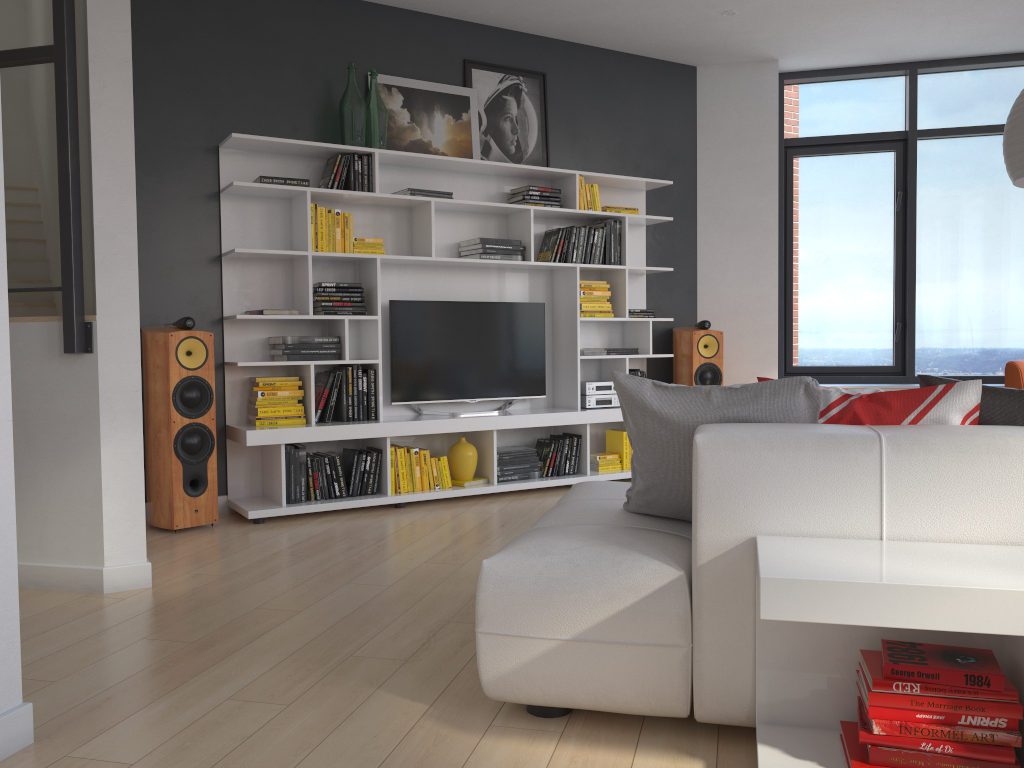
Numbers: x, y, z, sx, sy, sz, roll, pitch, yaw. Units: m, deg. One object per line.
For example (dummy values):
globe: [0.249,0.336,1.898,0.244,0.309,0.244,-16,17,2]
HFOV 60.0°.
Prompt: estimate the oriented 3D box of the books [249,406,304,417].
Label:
books: [-1.320,0.148,4.967,0.255,0.044,0.198,-2,3,-30]

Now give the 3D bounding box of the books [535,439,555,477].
books: [0.192,0.478,5.744,0.104,0.234,0.182,-2,3,-30]

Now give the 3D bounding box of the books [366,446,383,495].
books: [-0.818,0.501,5.161,0.066,0.260,0.197,-2,3,-30]

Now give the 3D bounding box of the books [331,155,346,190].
books: [-1.020,-1.193,5.079,0.087,0.214,0.171,-2,3,-30]

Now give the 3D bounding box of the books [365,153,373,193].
books: [-0.853,-1.208,5.156,0.019,0.230,0.174,-2,3,-30]

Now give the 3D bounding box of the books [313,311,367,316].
books: [-0.996,-0.402,5.102,0.263,0.026,0.189,-2,3,-32]

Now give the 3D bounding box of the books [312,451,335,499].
books: [-1.062,0.514,5.003,0.066,0.255,0.193,-2,3,-31]

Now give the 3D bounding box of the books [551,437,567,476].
books: [0.289,0.472,5.775,0.069,0.242,0.172,-2,3,-30]

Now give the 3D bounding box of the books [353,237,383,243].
books: [-0.868,-0.833,5.182,0.186,0.026,0.138,-2,3,-31]

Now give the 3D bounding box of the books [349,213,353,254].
books: [-0.960,-0.857,5.128,0.024,0.234,0.172,-2,3,-30]

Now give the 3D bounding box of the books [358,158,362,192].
books: [-0.905,-1.191,5.133,0.021,0.200,0.147,-2,3,-30]

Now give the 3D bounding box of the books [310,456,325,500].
books: [-1.104,0.525,4.974,0.049,0.236,0.170,-2,3,-30]

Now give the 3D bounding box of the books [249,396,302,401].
books: [-1.327,0.078,4.975,0.251,0.019,0.180,-2,3,-30]

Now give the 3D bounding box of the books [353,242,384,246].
books: [-0.858,-0.812,5.173,0.187,0.014,0.134,-2,3,-30]

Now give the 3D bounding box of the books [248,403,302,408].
books: [-1.330,0.118,4.977,0.263,0.015,0.198,-2,3,-27]

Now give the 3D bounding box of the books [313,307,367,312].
books: [-0.997,-0.427,5.103,0.270,0.025,0.189,-2,3,-32]

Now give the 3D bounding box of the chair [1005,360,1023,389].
chair: [3.630,0.217,5.438,0.843,0.858,0.896,-3,3,-43]

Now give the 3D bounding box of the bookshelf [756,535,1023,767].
bookshelf: [1.757,0.592,1.474,2.600,0.500,0.356,0,3,14]

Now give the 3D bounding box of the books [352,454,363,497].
books: [-0.911,0.516,5.078,0.069,0.242,0.172,-2,3,-30]

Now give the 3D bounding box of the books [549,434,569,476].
books: [0.295,0.463,5.809,0.075,0.254,0.192,-2,3,-31]

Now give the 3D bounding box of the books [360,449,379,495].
books: [-0.847,0.507,5.143,0.084,0.249,0.191,-2,3,-30]

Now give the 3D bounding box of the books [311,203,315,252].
books: [-1.159,-0.867,4.995,0.029,0.270,0.204,-2,3,-30]

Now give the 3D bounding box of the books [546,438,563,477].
books: [0.253,0.476,5.769,0.081,0.233,0.169,-2,3,-31]

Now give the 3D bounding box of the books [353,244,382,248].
books: [-0.855,-0.796,5.158,0.169,0.018,0.113,-2,3,-29]

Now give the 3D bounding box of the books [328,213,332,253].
books: [-1.061,-0.848,5.047,0.024,0.229,0.156,-2,3,-31]

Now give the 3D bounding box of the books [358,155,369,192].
books: [-0.881,-1.200,5.149,0.038,0.218,0.169,-2,3,-30]

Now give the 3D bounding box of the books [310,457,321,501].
books: [-1.128,0.524,4.968,0.053,0.240,0.189,-2,3,-30]

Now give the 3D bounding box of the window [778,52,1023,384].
window: [3.021,-1.203,6.729,1.960,2.402,0.170,0,3,14]

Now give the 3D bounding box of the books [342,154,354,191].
books: [-0.948,-1.198,5.108,0.021,0.221,0.156,-2,3,-30]

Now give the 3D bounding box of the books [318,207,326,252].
books: [-1.113,-0.862,5.038,0.044,0.255,0.198,-2,3,-30]

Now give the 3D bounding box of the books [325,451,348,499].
books: [-1.004,0.514,5.032,0.083,0.249,0.191,-2,3,-30]

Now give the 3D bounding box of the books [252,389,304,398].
books: [-1.317,0.051,4.977,0.250,0.035,0.185,-2,3,-27]

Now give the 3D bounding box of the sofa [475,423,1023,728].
sofa: [1.875,0.409,2.970,3.424,0.732,2.614,0,3,14]

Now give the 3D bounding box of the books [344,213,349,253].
books: [-0.981,-0.856,5.112,0.024,0.234,0.172,-2,3,-30]

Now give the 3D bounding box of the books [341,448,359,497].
books: [-0.945,0.506,5.091,0.066,0.260,0.197,-2,3,-30]

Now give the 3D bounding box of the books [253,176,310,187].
books: [-1.278,-1.101,4.905,0.268,0.046,0.208,-2,3,-27]

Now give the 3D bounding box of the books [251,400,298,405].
books: [-1.328,0.100,4.953,0.228,0.024,0.152,-2,3,-26]

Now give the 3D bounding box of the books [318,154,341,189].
books: [-1.044,-1.192,5.057,0.096,0.213,0.166,-2,3,-32]

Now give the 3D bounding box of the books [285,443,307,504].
books: [-1.237,0.490,4.912,0.128,0.321,0.259,-2,3,-30]

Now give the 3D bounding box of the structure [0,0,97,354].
structure: [-3.262,-1.447,5.114,4.190,4.339,2.823,0,3,14]

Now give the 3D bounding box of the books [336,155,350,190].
books: [-0.989,-1.194,5.082,0.074,0.212,0.154,-2,3,-31]

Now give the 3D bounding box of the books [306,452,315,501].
books: [-1.157,0.510,4.954,0.053,0.268,0.202,-2,3,-31]

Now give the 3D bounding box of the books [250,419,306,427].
books: [-1.311,0.210,4.959,0.270,0.029,0.204,-2,3,-26]

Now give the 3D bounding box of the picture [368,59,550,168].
picture: [-0.304,-1.719,5.638,1.279,0.707,0.076,-2,3,-30]

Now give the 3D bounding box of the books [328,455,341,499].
books: [-1.032,0.519,5.012,0.066,0.242,0.177,-2,3,-31]

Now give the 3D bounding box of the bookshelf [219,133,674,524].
bookshelf: [-0.201,-0.339,5.510,3.000,2.052,0.455,-2,3,-30]

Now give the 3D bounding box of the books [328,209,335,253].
books: [-1.052,-0.862,5.073,0.019,0.251,0.180,-2,3,-30]

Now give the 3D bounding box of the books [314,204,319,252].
books: [-1.140,-0.868,5.016,0.025,0.270,0.213,-2,3,-30]

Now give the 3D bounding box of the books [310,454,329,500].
books: [-1.081,0.520,4.979,0.050,0.242,0.169,-2,3,-31]

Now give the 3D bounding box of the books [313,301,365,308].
books: [-1.012,-0.455,5.114,0.266,0.030,0.209,-2,3,-32]

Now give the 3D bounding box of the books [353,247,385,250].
books: [-0.860,-0.783,5.178,0.196,0.011,0.148,-2,3,-30]

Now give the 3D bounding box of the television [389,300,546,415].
television: [-0.261,-0.168,5.608,1.102,0.704,0.207,-2,3,-30]

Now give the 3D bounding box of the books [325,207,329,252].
books: [-1.088,-0.865,5.056,0.015,0.263,0.199,-2,3,-30]

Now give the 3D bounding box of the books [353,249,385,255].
books: [-0.859,-0.760,5.175,0.190,0.033,0.147,-2,3,-30]

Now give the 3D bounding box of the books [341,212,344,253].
books: [-1.004,-0.858,5.102,0.023,0.239,0.169,-2,3,-30]

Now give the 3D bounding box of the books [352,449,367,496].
books: [-0.903,0.507,5.112,0.075,0.254,0.192,-2,3,-31]

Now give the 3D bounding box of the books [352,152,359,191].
books: [-0.929,-1.205,5.124,0.025,0.232,0.176,-2,3,-30]

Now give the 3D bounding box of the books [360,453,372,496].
books: [-0.874,0.511,5.114,0.071,0.243,0.179,-2,3,-32]

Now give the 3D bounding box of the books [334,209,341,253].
books: [-1.028,-0.863,5.085,0.035,0.250,0.185,-2,3,-30]
